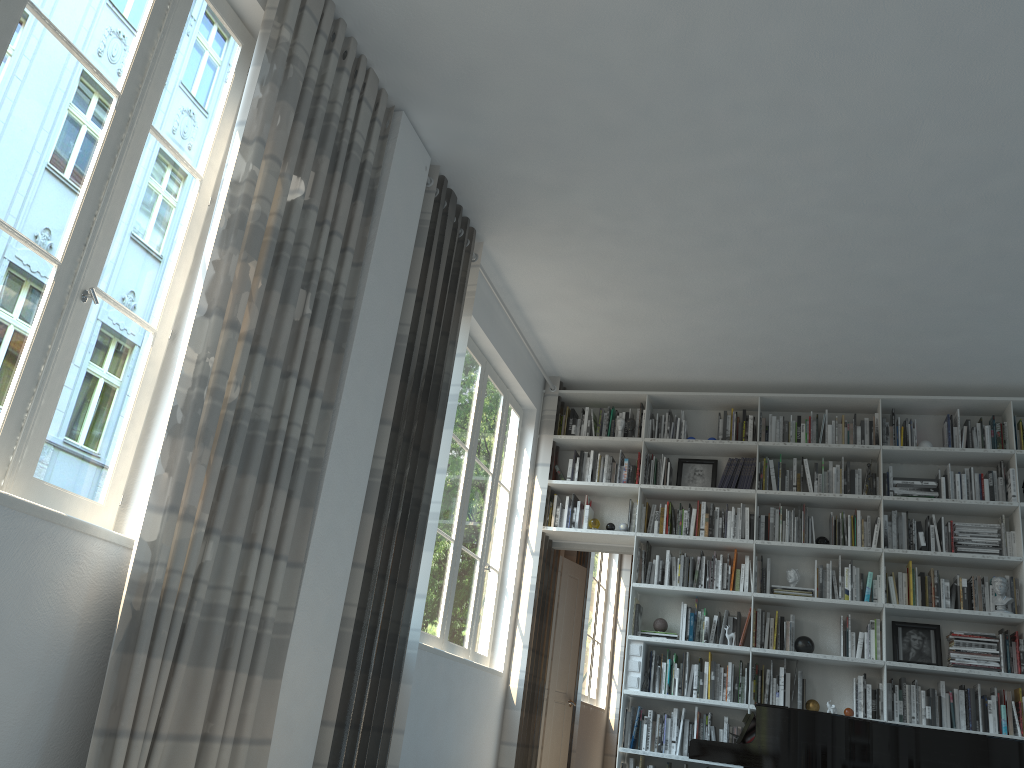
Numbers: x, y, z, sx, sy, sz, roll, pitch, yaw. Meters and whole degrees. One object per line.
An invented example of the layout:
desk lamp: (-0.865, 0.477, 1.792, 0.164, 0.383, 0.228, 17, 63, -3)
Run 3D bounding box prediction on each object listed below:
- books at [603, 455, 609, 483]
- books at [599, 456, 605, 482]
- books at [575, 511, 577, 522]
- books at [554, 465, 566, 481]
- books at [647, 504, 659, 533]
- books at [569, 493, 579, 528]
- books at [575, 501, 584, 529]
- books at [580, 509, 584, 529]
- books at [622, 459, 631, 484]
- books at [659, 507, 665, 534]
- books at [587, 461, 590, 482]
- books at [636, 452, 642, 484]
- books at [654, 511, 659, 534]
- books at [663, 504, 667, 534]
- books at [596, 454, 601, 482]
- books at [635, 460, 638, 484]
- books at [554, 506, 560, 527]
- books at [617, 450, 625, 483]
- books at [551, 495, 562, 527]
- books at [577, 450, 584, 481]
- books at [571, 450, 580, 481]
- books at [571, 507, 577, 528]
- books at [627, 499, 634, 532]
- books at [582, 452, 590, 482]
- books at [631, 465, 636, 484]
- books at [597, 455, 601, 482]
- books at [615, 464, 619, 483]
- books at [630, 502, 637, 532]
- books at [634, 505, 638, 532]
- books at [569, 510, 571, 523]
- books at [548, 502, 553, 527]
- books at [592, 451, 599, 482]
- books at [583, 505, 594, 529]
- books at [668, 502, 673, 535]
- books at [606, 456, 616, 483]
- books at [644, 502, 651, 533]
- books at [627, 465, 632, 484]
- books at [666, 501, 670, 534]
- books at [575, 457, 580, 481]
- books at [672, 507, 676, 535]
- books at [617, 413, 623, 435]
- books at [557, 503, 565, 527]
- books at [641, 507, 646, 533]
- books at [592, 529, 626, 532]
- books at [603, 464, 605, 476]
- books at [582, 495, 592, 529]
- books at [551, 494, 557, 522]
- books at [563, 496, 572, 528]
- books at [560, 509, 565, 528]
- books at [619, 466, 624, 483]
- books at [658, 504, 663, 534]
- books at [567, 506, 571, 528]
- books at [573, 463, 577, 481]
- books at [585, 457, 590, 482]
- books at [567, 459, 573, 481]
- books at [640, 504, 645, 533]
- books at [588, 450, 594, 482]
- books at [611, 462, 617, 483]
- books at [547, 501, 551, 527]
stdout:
books: (0.747, 0.703, 6.936, 0.025, 0.260, 0.167, 1, -22, 18)
books: (0.714, 0.711, 6.945, 0.021, 0.243, 0.174, 1, -22, 18)
books: (0.516, 1.054, 6.869, 0.010, 0.233, 0.166, 1, -22, 18)
books: (0.399, 0.745, 7.052, 0.121, 0.175, 0.130, 1, -22, 18)
books: (1.063, 1.054, 6.707, 0.062, 0.257, 0.153, 1, -22, 18)
books: (0.481, 1.017, 6.873, 0.013, 0.296, 0.188, 1, -22, 18)
books: (0.525, 1.044, 6.843, 0.021, 0.236, 0.189, 1, -22, 18)
books: (0.557, 1.081, 6.863, 0.029, 0.190, 0.135, 1, -22, 18)
books: (0.894, 0.718, 6.879, 0.029, 0.228, 0.192, 1, -22, 18)
books: (1.137, 1.063, 6.666, 0.030, 0.229, 0.173, 1, -22, 18)
books: (0.619, 0.727, 6.973, 0.010, 0.208, 0.165, 1, -22, 18)
books: (0.988, 0.695, 6.877, 0.014, 0.293, 0.173, 1, -22, 18)
books: (1.095, 1.074, 6.661, 0.026, 0.194, 0.176, 1, -22, 18)
books: (1.159, 1.052, 6.662, 0.014, 0.251, 0.188, 1, -22, 18)
books: (0.688, 0.699, 6.959, 0.013, 0.267, 0.162, 1, -22, 18)
books: (0.974, 0.727, 6.882, 0.014, 0.235, 0.144, 1, -22, 18)
books: (0.369, 1.070, 6.910, 0.029, 0.196, 0.161, 1, -22, 18)
books: (0.851, 0.685, 6.913, 0.012, 0.302, 0.190, 1, -22, 18)
books: (0.348, 1.027, 6.925, 0.023, 0.280, 0.171, 1, -22, 18)
books: (0.555, 0.688, 6.997, 0.023, 0.281, 0.186, 1, -22, 18)
books: (0.501, 0.688, 7.035, 0.011, 0.295, 0.163, 1, -22, 18)
books: (0.496, 1.071, 6.861, 0.024, 0.192, 0.181, 1, -22, 18)
books: (0.903, 1.035, 6.752, 0.012, 0.284, 0.160, 1, -22, 18)
books: (0.586, 0.695, 7.010, 0.028, 0.287, 0.133, 1, -22, 18)
books: (0.949, 0.743, 6.867, 0.026, 0.187, 0.155, 1, -22, 18)
books: (0.698, 0.708, 6.951, 0.012, 0.248, 0.192, 1, -22, 18)
books: (0.831, 0.743, 6.922, 0.029, 0.197, 0.144, 1, -22, 18)
books: (0.935, 1.051, 6.760, 0.044, 0.268, 0.134, 1, -22, 18)
books: (0.958, 1.052, 6.693, 0.021, 0.223, 0.232, 1, -22, 18)
books: (0.468, 1.065, 6.876, 0.011, 0.205, 0.164, 1, -22, 18)
books: (0.314, 1.054, 6.924, 0.013, 0.221, 0.163, 1, -22, 18)
books: (0.667, 0.691, 6.978, 0.037, 0.290, 0.156, 1, -22, 18)
books: (0.589, 1.059, 6.824, 0.029, 0.210, 0.188, 1, -22, 18)
books: (1.189, 1.039, 6.651, 0.011, 0.276, 0.165, 1, -22, 18)
books: (0.773, 0.707, 6.926, 0.030, 0.250, 0.166, 1, -22, 18)
books: (1.024, 1.045, 6.705, 0.012, 0.262, 0.181, 1, -22, 18)
books: (0.927, 0.744, 6.889, 0.029, 0.195, 0.147, 1, -22, 18)
books: (1.178, 1.041, 6.666, 0.020, 0.279, 0.165, 1, -22, 18)
books: (0.531, 0.715, 6.998, 0.022, 0.227, 0.172, 1, -22, 18)
books: (1.220, 1.059, 6.652, 0.047, 0.248, 0.134, 1, -22, 18)
books: (0.868, 0.373, 7.040, 0.025, 0.242, 0.168, 1, -22, 18)
books: (0.387, 1.056, 6.901, 0.010, 0.219, 0.182, 1, -22, 18)
books: (1.008, 1.062, 6.712, 0.022, 0.231, 0.152, 1, -22, 18)
books: (0.742, 1.139, 6.767, 0.285, 0.012, 0.160, 0, -23, 19)
books: (0.736, 0.728, 6.964, 0.011, 0.230, 0.136, 1, -22, 18)
books: (0.579, 1.024, 6.858, 0.013, 0.297, 0.179, 1, -22, 18)
books: (0.338, 1.026, 6.955, 0.013, 0.301, 0.135, 1, -22, 18)
books: (0.436, 1.032, 6.905, 0.022, 0.280, 0.157, 1, -22, 18)
books: (0.410, 1.082, 6.911, 0.029, 0.184, 0.135, 1, -22, 18)
books: (0.868, 0.747, 6.899, 0.031, 0.182, 0.152, 1, -22, 18)
books: (1.121, 1.049, 6.682, 0.010, 0.261, 0.151, 1, -22, 18)
books: (0.458, 1.070, 6.901, 0.023, 0.213, 0.141, 1, -22, 18)
books: (0.514, 0.741, 7.022, 0.024, 0.191, 0.138, 1, -22, 18)
books: (0.607, 0.717, 6.993, 0.024, 0.238, 0.156, 1, -22, 18)
books: (0.473, 0.723, 7.026, 0.034, 0.217, 0.167, 1, -22, 18)
books: (0.996, 1.055, 6.729, 0.012, 0.253, 0.161, 1, -22, 18)
books: (0.634, 0.686, 6.968, 0.021, 0.285, 0.179, 1, -22, 18)
books: (0.803, 0.733, 6.926, 0.028, 0.211, 0.139, 1, -22, 18)
books: (0.302, 1.051, 6.929, 0.013, 0.227, 0.179, 1, -22, 18)
